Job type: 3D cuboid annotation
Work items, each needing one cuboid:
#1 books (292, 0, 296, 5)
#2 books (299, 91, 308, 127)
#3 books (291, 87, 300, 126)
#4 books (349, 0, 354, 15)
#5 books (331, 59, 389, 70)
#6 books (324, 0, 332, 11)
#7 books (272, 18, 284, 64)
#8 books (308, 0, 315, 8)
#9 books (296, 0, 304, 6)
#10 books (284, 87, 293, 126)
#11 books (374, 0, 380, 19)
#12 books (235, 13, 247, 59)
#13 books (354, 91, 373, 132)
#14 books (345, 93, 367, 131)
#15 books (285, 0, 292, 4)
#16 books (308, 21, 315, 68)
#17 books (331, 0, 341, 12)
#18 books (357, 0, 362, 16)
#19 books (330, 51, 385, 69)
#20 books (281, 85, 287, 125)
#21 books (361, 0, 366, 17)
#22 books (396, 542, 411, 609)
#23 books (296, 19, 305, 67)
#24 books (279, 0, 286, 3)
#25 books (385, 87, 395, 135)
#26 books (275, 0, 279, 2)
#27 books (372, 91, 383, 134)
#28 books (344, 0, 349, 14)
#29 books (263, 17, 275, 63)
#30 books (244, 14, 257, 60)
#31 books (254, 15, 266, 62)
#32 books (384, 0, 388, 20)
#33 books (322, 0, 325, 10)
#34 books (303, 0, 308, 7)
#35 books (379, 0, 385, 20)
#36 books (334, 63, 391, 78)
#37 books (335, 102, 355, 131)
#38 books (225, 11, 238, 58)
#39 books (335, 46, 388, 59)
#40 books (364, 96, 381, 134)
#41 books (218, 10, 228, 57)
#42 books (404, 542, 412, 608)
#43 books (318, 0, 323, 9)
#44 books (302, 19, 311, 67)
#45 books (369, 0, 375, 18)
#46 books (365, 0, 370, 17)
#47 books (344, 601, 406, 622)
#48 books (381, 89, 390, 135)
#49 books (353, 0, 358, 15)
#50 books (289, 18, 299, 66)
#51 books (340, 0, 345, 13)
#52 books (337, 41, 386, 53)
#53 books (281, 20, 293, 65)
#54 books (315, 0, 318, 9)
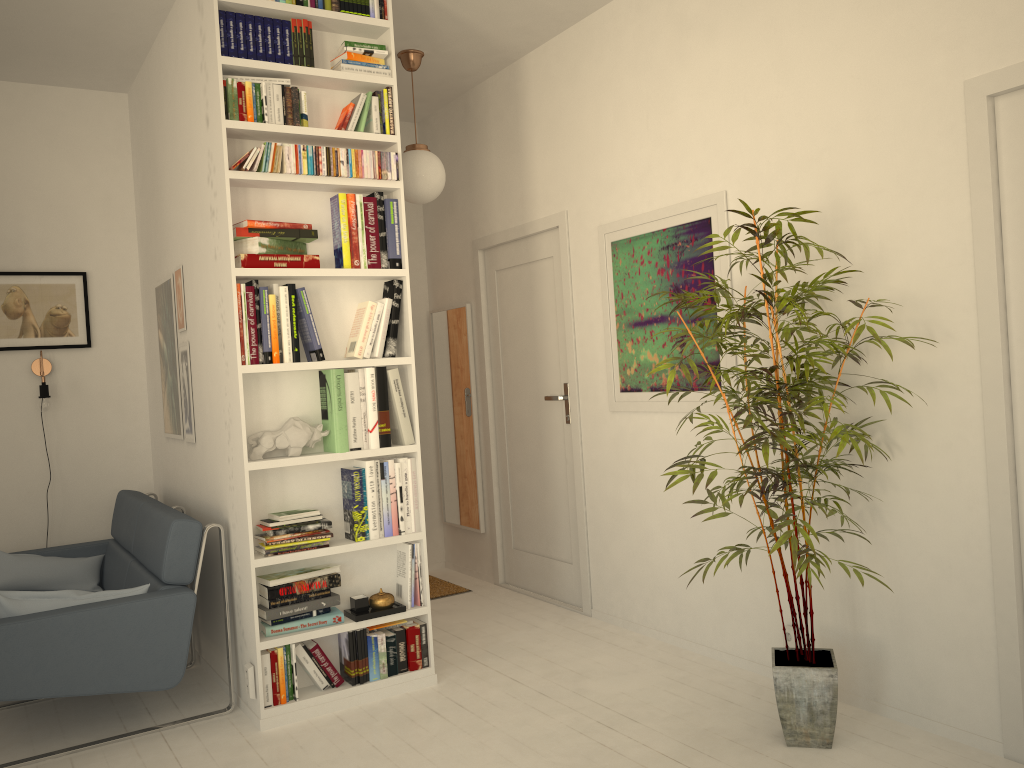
[{"bbox_3d":[-0.893,-1.513,3.484,0.018,0.141,0.206,-4,1,-32],"label":"books"},{"bbox_3d":[-0.843,-1.049,3.484,0.020,0.145,0.189,-4,1,-32],"label":"books"},{"bbox_3d":[-0.866,-1.053,3.448,0.023,0.153,0.176,-4,1,-32],"label":"books"},{"bbox_3d":[-0.677,-1.523,3.575,0.017,0.130,0.150,-4,1,-32],"label":"books"},{"bbox_3d":[-0.637,-1.274,3.630,0.200,0.018,0.208,-4,1,-32],"label":"books"},{"bbox_3d":[-0.779,-1.528,3.563,0.032,0.154,0.212,-4,1,-32],"label":"books"},{"bbox_3d":[-0.935,-1.296,3.449,0.034,0.179,0.188,-4,1,-32],"label":"books"},{"bbox_3d":[-0.835,-1.525,3.526,0.024,0.156,0.227,-4,1,-32],"label":"books"},{"bbox_3d":[-0.864,-1.517,3.480,0.028,0.147,0.192,-4,1,-32],"label":"books"},{"bbox_3d":[-0.903,-1.051,3.463,0.024,0.155,0.206,-4,1,-32],"label":"books"},{"bbox_3d":[-0.603,-1.541,3.665,0.020,0.156,0.229,-4,1,-32],"label":"books"},{"bbox_3d":[-1.054,-1.287,3.375,0.034,0.179,0.188,-4,1,-32],"label":"books"},{"bbox_3d":[-0.637,-1.080,3.622,0.065,0.168,0.228,-4,1,-32],"label":"books"},{"bbox_3d":[-0.672,-1.075,3.616,0.092,0.165,0.222,-4,1,-32],"label":"books"},{"bbox_3d":[-0.918,-1.507,3.485,0.025,0.131,0.253,-4,1,-32],"label":"books"},{"bbox_3d":[-0.833,-1.309,3.524,0.020,0.191,0.205,-4,1,-32],"label":"books"},{"bbox_3d":[-0.744,-1.530,3.567,0.032,0.152,0.200,-4,1,-32],"label":"books"},{"bbox_3d":[-0.647,-1.525,3.593,0.017,0.130,0.150,-4,1,-32],"label":"books"},{"bbox_3d":[-0.649,-1.297,3.622,0.173,0.030,0.199,-4,1,-42],"label":"books"},{"bbox_3d":[-0.909,-1.053,3.437,0.013,0.159,0.176,-4,1,-32],"label":"books"},{"bbox_3d":[-0.632,-1.526,3.602,0.017,0.130,0.150,-4,1,-32],"label":"books"},{"bbox_3d":[-0.467,0.782,3.674,0.034,0.257,0.209,-4,1,-32],"label":"books"},{"bbox_3d":[-0.866,-1.306,3.500,0.020,0.191,0.205,-4,1,-32],"label":"books"},{"bbox_3d":[-0.916,-1.509,3.436,0.023,0.137,0.161,-4,1,-32],"label":"books"},{"bbox_3d":[-0.543,-1.102,3.677,0.022,0.198,0.212,-4,1,-32],"label":"books"},{"bbox_3d":[-0.945,-1.512,3.448,0.013,0.146,0.208,-4,1,-32],"label":"books"},{"bbox_3d":[-0.583,-1.093,3.671,0.022,0.187,0.186,-4,1,-32],"label":"books"},{"bbox_3d":[-0.692,-1.522,3.566,0.017,0.130,0.150,-4,1,-32],"label":"books"},{"bbox_3d":[-0.964,-1.294,3.430,0.034,0.179,0.188,-4,1,-32],"label":"books"},{"bbox_3d":[-1.024,-1.289,3.394,0.034,0.179,0.188,-4,1,-32],"label":"books"},{"bbox_3d":[-0.994,-1.291,3.412,0.034,0.179,0.188,-4,1,-32],"label":"books"},{"bbox_3d":[-0.580,-1.542,3.700,0.014,0.154,0.260,-4,1,-32],"label":"books"},{"bbox_3d":[-0.791,-1.526,3.543,0.009,0.151,0.208,-4,1,-32],"label":"books"},{"bbox_3d":[-0.851,-1.520,3.507,0.024,0.148,0.188,-4,1,-32],"label":"books"},{"bbox_3d":[-0.583,-1.540,3.673,0.021,0.151,0.228,-4,1,-32],"label":"books"},{"bbox_3d":[-0.638,-1.245,3.630,0.214,0.038,0.222,-4,1,-32],"label":"books"},{"bbox_3d":[-0.706,-1.055,3.608,0.073,0.129,0.200,-4,1,-32],"label":"books"},{"bbox_3d":[-1.083,-1.285,3.357,0.034,0.179,0.188,-4,1,-32],"label":"books"},{"bbox_3d":[-0.625,-1.323,3.612,0.179,0.016,0.208,-4,1,-27],"label":"books"},{"bbox_3d":[-0.597,-1.074,3.641,0.030,0.153,0.199,-4,1,-32],"label":"books"},{"bbox_3d":[-1.113,-1.283,3.339,0.034,0.179,0.188,-4,1,-32],"label":"books"},{"bbox_3d":[-0.460,0.782,3.681,0.030,0.256,0.198,-4,1,-32],"label":"books"},{"bbox_3d":[-0.798,-1.518,3.530,0.019,0.137,0.201,-4,1,-32],"label":"books"},{"bbox_3d":[-0.845,-1.308,3.504,0.020,0.191,0.205,-4,1,-32],"label":"books"},{"bbox_3d":[-0.601,-1.539,3.622,0.019,0.157,0.150,-4,1,-32],"label":"books"},{"bbox_3d":[-0.617,-1.527,3.612,0.017,0.130,0.150,-4,1,-32],"label":"books"},{"bbox_3d":[-0.548,0.907,3.545,0.215,0.023,0.130,-4,1,-32],"label":"books"},{"bbox_3d":[-0.560,-1.095,3.669,0.014,0.188,0.218,-4,1,-32],"label":"books"},{"bbox_3d":[-0.662,-1.524,3.584,0.017,0.130,0.150,-4,1,-32],"label":"books"},{"bbox_3d":[-0.885,-1.305,3.492,0.020,0.191,0.205,-4,1,-32],"label":"books"},{"bbox_3d":[-0.707,-1.521,3.556,0.017,0.130,0.150,-4,1,-32],"label":"books"},{"bbox_3d":[-0.627,-1.348,3.630,0.169,0.032,0.188,-4,1,-27],"label":"books"},{"bbox_3d":[-0.905,-1.298,3.467,0.034,0.179,0.188,-4,1,-32],"label":"books"},{"bbox_3d":[-0.817,-1.527,3.531,0.012,0.157,0.220,-4,1,-32],"label":"books"}]
